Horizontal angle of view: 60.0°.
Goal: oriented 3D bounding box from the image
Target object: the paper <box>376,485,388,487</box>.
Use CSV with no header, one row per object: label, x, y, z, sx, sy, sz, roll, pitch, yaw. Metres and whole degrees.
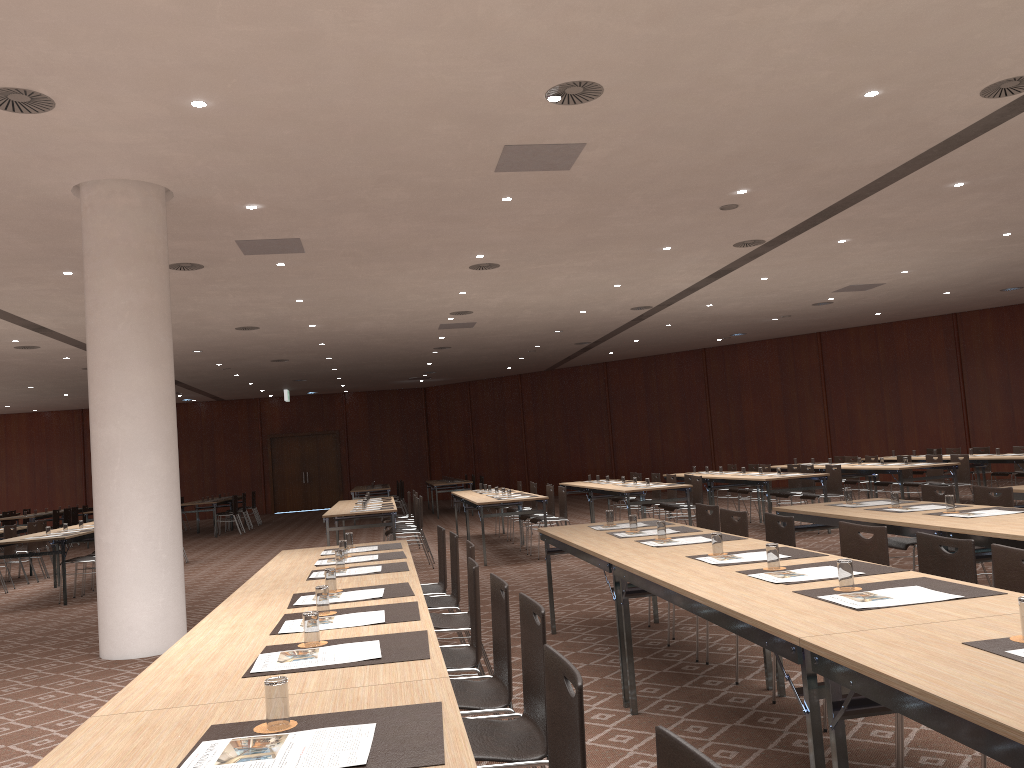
paper,-3.653,2.771,24.036,0.565,0.003,0.460,-4,-5,-8

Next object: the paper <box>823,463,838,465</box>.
paper,5.612,1.445,15.995,0.565,0.003,0.461,-4,-5,-10

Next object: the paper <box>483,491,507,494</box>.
paper,-0.274,1.756,14.369,0.398,0.006,0.284,-3,-5,-11

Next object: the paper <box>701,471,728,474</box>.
paper,3.605,1.570,15.673,0.565,0.003,0.461,-3,-5,-12

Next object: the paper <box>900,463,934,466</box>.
paper,5.966,1.183,13.043,0.398,0.006,0.284,-4,-5,-9

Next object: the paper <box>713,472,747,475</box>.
paper,3.711,1.513,15.042,0.565,0.003,0.460,-4,-5,-9

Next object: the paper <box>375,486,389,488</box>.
paper,-3.496,2.685,23.086,0.565,0.003,0.461,-4,-5,-10

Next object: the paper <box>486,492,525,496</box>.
paper,-0.099,1.677,13.480,0.565,0.003,0.460,-4,-5,-8

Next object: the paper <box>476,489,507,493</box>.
paper,-0.338,1.821,15.093,0.565,0.003,0.460,-4,-5,-9

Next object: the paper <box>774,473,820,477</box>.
paper,4.054,1.309,12.773,0.565,0.003,0.461,-3,-5,-10

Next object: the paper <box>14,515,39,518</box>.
paper,-11.275,3.076,20.621,0.565,0.003,0.461,-3,-5,-12

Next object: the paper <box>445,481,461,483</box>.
paper,-1.422,2.501,22.731,0.565,0.003,0.461,-3,-5,-11

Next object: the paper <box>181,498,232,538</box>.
paper,-7.522,3.306,21.794,0.953,0.832,2.269,-4,-4,-9

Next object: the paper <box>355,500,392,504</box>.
paper,-2.214,1.888,14.151,0.565,0.003,0.461,-3,-5,-11

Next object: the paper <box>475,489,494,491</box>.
paper,-0.493,1.874,15.669,0.398,0.006,0.284,-4,-5,-9

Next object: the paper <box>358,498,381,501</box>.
paper,-2.463,1.998,15.357,0.398,0.006,0.284,-4,-5,-10

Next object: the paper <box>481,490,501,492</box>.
paper,-0.392,1.816,15.024,0.398,0.006,0.284,-4,-5,-9

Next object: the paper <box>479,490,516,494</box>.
paper,-0.245,1.762,14.422,0.565,0.003,0.460,-4,-5,-7

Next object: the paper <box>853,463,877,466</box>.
paper,5.760,1.297,14.303,0.398,0.006,0.284,-3,-5,-10

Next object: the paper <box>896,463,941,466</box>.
paper,6.037,1.185,13.086,0.565,0.003,0.460,-4,-5,-9

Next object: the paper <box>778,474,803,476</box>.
paper,3.981,1.309,12.747,0.398,0.006,0.284,-4,-5,-9

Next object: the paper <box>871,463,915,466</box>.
paper,5.913,1.244,13.717,0.565,0.003,0.460,-4,-5,-9

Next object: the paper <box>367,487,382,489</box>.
paper,-3.473,2.623,22.370,0.398,0.006,0.284,-4,-5,-8

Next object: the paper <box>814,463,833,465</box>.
paper,5.538,1.440,15.915,0.398,0.006,0.284,-3,-5,-10

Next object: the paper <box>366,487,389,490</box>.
paper,-3.307,2.571,21.815,0.565,0.003,0.461,-3,-5,-11

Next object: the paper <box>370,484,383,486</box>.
paper,-3.892,2.882,25.272,0.398,0.006,0.284,-4,-4,-7

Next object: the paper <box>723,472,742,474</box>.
paper,3.640,1.509,14.978,0.398,0.006,0.284,-4,-5,-9

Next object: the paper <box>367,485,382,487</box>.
paper,-3.761,2.830,24.681,0.565,0.003,0.460,-4,-5,-8

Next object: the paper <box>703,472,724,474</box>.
paper,3.556,1.566,15.621,0.398,0.006,0.284,-4,-5,-7

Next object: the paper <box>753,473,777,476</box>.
paper,3.859,1.367,13.375,0.398,0.006,0.284,-4,-5,-9

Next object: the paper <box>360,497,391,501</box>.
paper,-2.384,1.999,15.406,0.565,0.003,0.460,-4,-5,-9

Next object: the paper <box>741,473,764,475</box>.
paper,3.788,1.424,14.025,0.398,0.006,0.284,-4,-4,-6

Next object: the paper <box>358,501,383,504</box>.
paper,-2.250,1.881,14.075,0.398,0.006,0.284,-4,-5,-10

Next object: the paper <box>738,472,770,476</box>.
paper,3.831,1.429,14.081,0.565,0.003,0.460,-4,-5,-9

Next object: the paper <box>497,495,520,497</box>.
paper,-0.064,1.617,12.804,0.398,0.006,0.284,-4,-4,-5

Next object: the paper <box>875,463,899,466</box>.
paper,5.849,1.242,13.688,0.398,0.006,0.284,-4,-5,-7

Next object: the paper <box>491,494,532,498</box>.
paper,-0.012,1.619,12.830,0.565,0.003,0.460,-4,-5,-8

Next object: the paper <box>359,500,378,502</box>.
paper,-2.370,1.941,14.729,0.398,0.006,0.284,-4,-4,-6

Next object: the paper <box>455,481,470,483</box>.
paper,-1.343,2.445,22.090,0.565,0.003,0.460,-4,-5,-10

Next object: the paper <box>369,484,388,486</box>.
paper,-3.827,2.888,25.353,0.565,0.003,0.460,-4,-5,-8

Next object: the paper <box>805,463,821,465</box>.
paper,5.487,1.501,16.596,0.565,0.003,0.461,-3,-5,-10

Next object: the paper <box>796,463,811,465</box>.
paper,5.448,1.500,16.586,0.398,0.006,0.284,-4,-4,-6

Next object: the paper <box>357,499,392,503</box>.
paper,-2.287,1.942,14.768,0.565,0.003,0.460,-4,-4,-6

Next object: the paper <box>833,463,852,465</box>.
paper,5.624,1.385,15.289,0.398,0.006,0.284,-4,-5,-9

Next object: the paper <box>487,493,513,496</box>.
paper,-0.166,1.673,13.421,0.398,0.006,0.284,-4,-5,-10

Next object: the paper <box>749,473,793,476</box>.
paper,3.950,1.369,13.436,0.565,0.003,0.460,-4,-5,-8

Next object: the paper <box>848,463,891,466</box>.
paper,5.821,1.302,14.372,0.565,0.003,0.460,-4,-5,-8

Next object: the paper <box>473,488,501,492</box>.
paper,-0.423,1.878,15.738,0.565,0.003,0.460,-4,-5,-9

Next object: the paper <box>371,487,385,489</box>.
paper,-3.393,2.628,22.455,0.565,0.003,0.461,-3,-5,-11

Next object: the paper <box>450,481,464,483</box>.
paper,-1.386,2.442,22.055,0.398,0.006,0.284,-3,-5,-10

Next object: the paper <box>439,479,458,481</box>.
paper,-1.783,2.706,24.993,0.565,0.003,0.460,-4,-5,-7

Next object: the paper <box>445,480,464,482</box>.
paper,-1.554,2.563,23.394,0.565,0.003,0.460,-4,-5,-7

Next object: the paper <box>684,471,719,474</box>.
paper,3.511,1.630,16.347,0.565,0.003,0.460,-4,-5,-7

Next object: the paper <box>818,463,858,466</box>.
paper,5.668,1.390,15.343,0.565,0.003,0.460,-4,-4,-6
